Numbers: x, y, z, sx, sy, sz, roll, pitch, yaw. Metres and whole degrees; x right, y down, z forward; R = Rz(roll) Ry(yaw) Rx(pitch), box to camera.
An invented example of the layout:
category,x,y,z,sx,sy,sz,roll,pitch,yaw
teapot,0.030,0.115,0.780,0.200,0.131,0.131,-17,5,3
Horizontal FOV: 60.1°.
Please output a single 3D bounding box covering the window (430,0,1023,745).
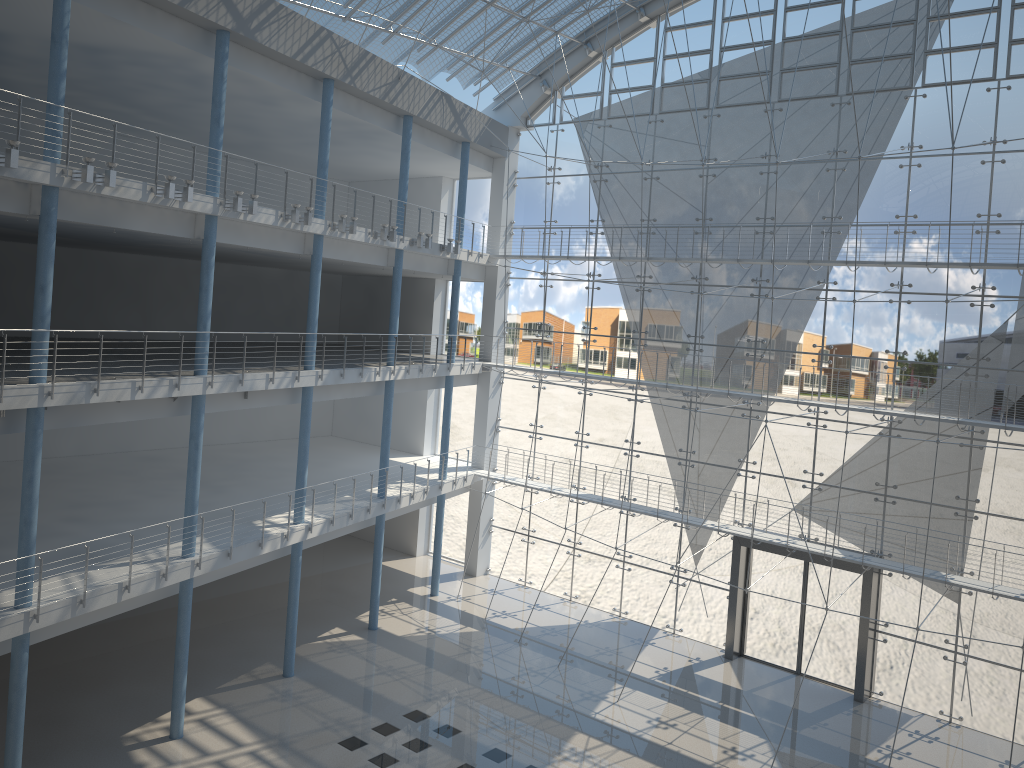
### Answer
category,x,y,z,sx,sy,sz,roll,pitch,yaw
window,1.143,-0.286,3.376,3.861,2.770,0.010,7,2,39
